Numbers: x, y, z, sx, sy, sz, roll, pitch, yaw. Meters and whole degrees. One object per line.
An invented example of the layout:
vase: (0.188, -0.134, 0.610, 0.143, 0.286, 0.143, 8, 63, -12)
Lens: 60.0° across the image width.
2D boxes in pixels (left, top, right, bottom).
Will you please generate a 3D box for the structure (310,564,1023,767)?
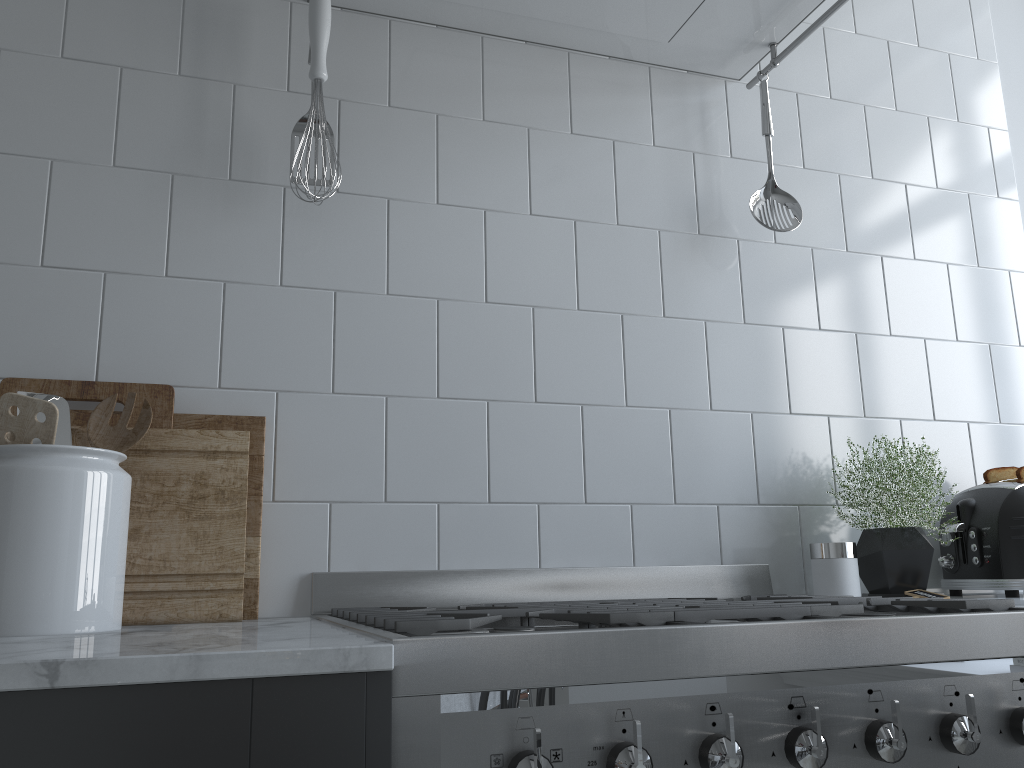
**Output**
structure: (0.188, 0.765, 1.015, 0.779, 1.096, 0.651, 3, -13, -18)

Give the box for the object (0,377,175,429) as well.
object: (-0.578, 0.155, 1.185, 0.220, 0.330, 0.041, 3, -13, -18)

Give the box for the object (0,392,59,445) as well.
object: (-0.574, 0.147, 1.007, 0.054, 0.262, 0.149, 10, -17, -43)

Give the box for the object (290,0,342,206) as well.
object: (-0.294, -0.451, 1.346, 0.074, 0.381, 0.076, 8, -15, -37)

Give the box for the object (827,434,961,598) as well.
object: (0.654, 0.221, 1.506, 0.210, 0.283, 0.220, 0, -12, -6)

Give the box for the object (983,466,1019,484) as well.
object: (0.922, 0.208, 1.643, 0.107, 0.110, 0.010, 2, -13, -14)

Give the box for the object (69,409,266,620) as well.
object: (-0.552, 0.183, 1.222, 0.400, 0.290, 0.030, 3, -13, -19)

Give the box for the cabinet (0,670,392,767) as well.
cabinet: (-0.601, 0.766, 0.744, 3.897, 1.012, 0.646, 3, -13, -18)

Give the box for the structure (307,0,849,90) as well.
structure: (0.134, -1.163, 1.471, 0.843, 1.079, 0.567, 3, -13, -18)

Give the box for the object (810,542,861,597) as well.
object: (0.532, 0.310, 1.459, 0.072, 0.095, 0.072, -7, -14, 26)

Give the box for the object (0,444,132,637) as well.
object: (-0.545, 0.185, 1.040, 0.174, 0.208, 0.174, 4, -13, -23)

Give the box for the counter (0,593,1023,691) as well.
counter: (-0.616, 0.264, 0.863, 3.902, 0.020, 0.624, 3, -13, -18)

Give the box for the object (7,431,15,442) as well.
object: (-0.566, 0.168, 1.078, 0.118, 0.250, 0.033, 3, -13, -18)

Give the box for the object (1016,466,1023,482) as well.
object: (0.941, 0.196, 1.568, 0.107, 0.110, 0.010, 2, -13, -14)

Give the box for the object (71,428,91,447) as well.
object: (-0.534, 0.171, 1.091, 0.114, 0.247, 0.050, -10, -15, 35)

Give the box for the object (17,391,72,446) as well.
object: (-0.551, 0.142, 1.058, 0.141, 0.290, 0.064, -13, -17, 43)

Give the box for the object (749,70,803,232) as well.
object: (0.476, -0.430, 1.634, 0.101, 0.331, 0.030, 1, -12, -8)

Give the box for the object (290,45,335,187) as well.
object: (-0.307, -0.468, 1.381, 0.066, 0.332, 0.024, 2, -13, -14)

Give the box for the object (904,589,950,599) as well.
object: (0.630, 0.332, 1.391, 0.091, 0.018, 0.062, 4, -13, -21)

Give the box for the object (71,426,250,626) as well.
object: (-0.538, 0.185, 1.166, 0.360, 0.261, 0.053, 3, -13, -18)

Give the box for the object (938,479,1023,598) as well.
object: (0.923, 0.273, 1.589, 0.326, 0.207, 0.219, 2, -13, -14)

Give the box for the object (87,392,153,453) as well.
object: (-0.526, 0.149, 1.096, 0.131, 0.296, 0.056, 9, -16, -38)
